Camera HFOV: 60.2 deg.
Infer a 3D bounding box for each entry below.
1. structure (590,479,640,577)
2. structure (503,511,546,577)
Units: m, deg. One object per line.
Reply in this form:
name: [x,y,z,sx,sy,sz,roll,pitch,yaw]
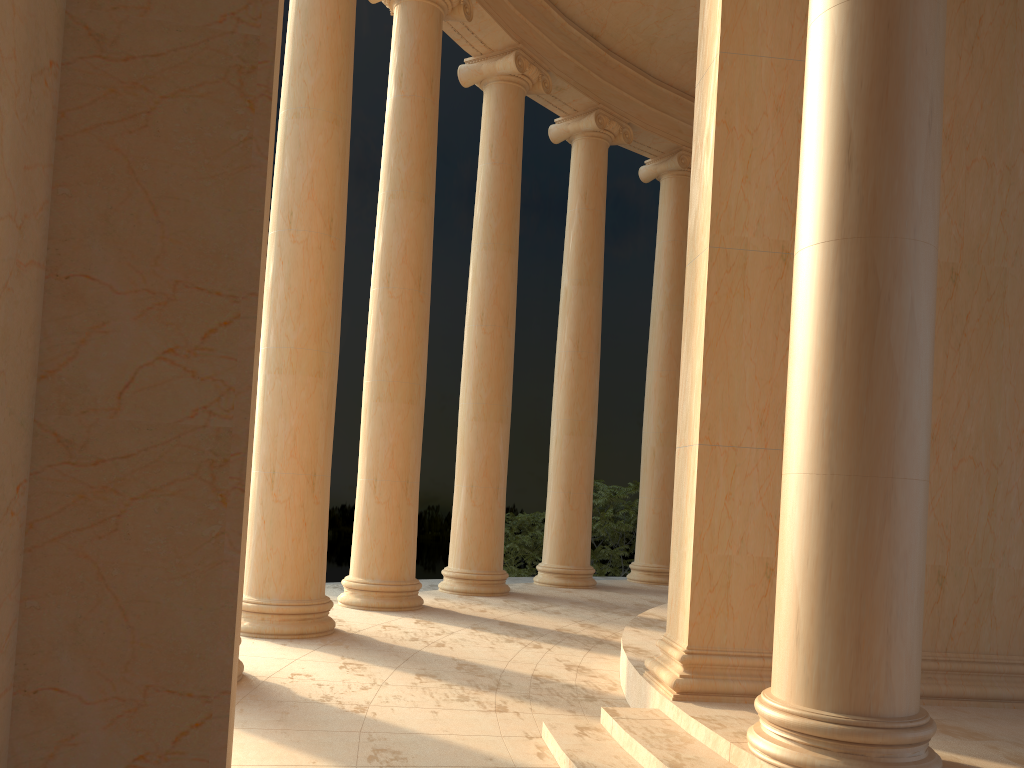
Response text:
structure: [189.970,319.584,1606.341,247.220,298.527,238.515,4,-4,-3]
structure: [2.993,310.356,1515.759,149.133,187.720,156.378,3,-4,7]
